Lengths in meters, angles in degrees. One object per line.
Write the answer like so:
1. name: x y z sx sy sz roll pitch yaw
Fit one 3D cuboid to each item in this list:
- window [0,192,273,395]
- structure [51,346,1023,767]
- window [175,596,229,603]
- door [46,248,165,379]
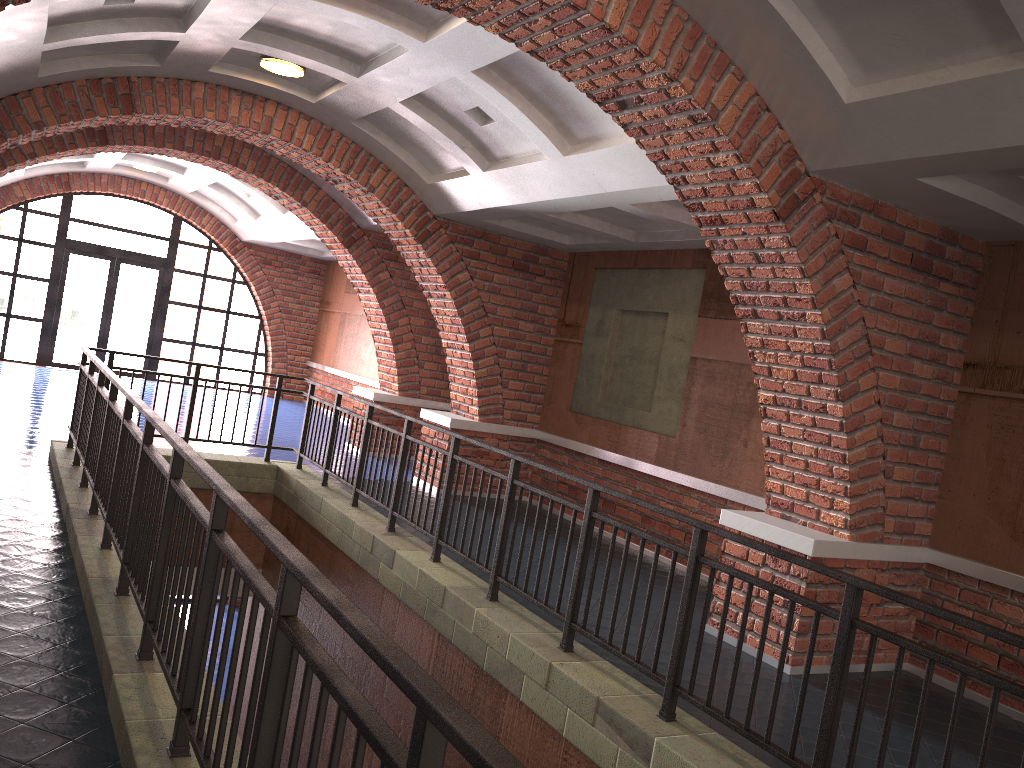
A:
1. window: -7.564 -1.862 16.889 6.353 3.471 0.100 9 2 -30
2. structure: -1.005 3.168 4.434 2.464 5.665 11.178 9 2 -30
3. window: -8.329 2.467 17.004 6.353 3.471 0.100 9 2 -30
4. door: -7.711 -1.311 16.882 1.754 2.236 0.040 9 2 -30
